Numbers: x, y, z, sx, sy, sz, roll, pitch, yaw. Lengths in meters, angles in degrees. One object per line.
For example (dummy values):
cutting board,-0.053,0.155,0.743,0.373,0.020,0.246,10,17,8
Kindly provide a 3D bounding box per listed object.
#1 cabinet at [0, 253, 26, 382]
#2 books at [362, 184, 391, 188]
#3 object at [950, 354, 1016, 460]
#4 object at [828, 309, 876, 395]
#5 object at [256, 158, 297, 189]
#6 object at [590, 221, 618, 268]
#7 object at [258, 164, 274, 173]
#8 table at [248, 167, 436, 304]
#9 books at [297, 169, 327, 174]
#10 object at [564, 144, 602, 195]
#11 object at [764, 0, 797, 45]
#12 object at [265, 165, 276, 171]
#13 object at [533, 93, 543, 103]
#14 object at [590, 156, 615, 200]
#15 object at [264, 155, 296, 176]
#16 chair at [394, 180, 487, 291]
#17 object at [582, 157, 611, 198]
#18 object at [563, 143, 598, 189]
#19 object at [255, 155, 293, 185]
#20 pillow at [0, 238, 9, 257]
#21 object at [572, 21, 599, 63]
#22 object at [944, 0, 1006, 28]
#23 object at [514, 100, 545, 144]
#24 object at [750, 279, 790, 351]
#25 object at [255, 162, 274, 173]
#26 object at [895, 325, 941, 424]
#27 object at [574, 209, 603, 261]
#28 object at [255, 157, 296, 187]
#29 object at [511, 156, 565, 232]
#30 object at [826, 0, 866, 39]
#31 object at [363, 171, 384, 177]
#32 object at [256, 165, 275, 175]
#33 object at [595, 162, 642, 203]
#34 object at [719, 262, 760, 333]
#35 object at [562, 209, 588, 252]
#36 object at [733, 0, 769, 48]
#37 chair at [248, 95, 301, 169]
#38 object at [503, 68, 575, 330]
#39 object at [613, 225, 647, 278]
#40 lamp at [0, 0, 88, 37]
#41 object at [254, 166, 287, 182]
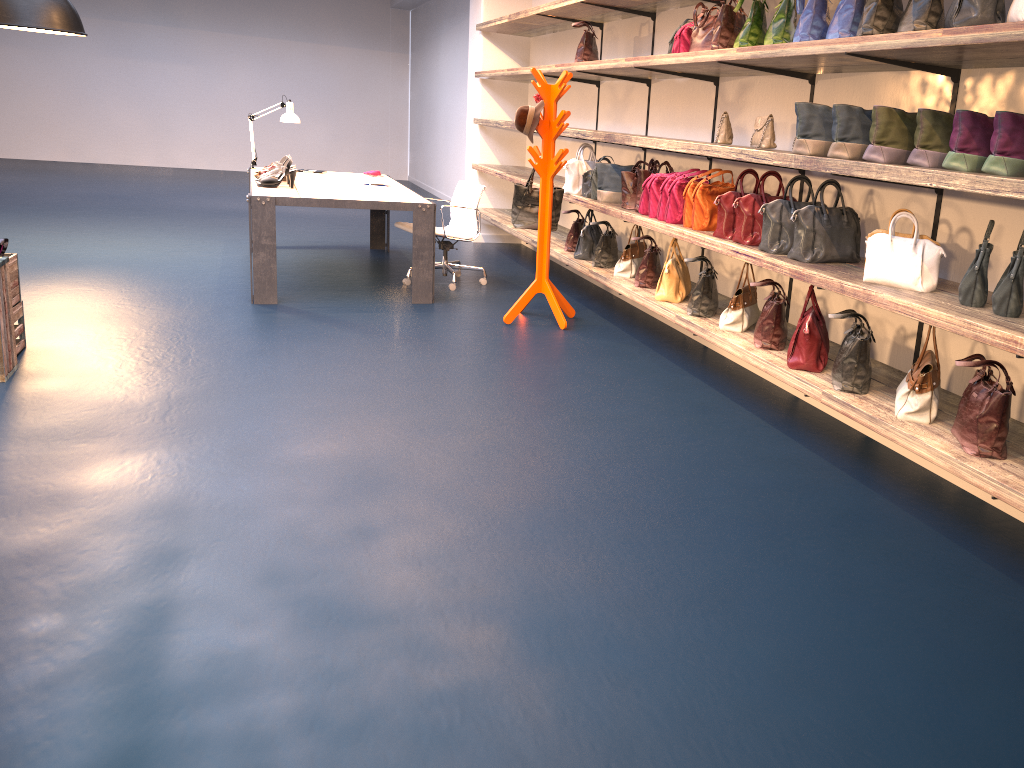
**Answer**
cabinet,-3.752,-0.393,3.955,2.879,0.538,0.737,2,16,-9
books,-1.126,-1.656,7.224,0.205,0.018,0.140,5,17,-1
object,1.696,0.062,3.149,0.208,0.333,0.398,8,16,18
object,1.478,-0.158,3.800,0.206,0.333,0.401,9,16,22
object,-1.725,-1.549,6.367,0.297,0.220,0.113,-2,15,-22
object,0.680,-1.045,6.445,0.206,0.333,0.401,9,16,22
object,-1.957,-1.764,7.171,0.277,0.115,0.095,-4,17,-27
table,-1.499,-1.297,7.219,1.308,0.727,2.440,-1,18,-18
books,-1.843,-1.961,8.007,0.231,0.017,0.179,4,17,-4
object,0.570,-1.646,6.664,0.463,0.379,0.179,-9,19,-41
object,1.317,-1.808,4.273,0.208,0.333,0.398,8,16,18
object,-1.920,-1.729,7.067,0.268,0.115,0.098,1,15,-14
object,0.182,-1.974,5.935,0.084,0.110,0.061,-8,18,-38
object,0.681,-1.496,6.322,0.247,0.323,0.105,-1,14,-16
object,-1.830,-1.677,6.751,0.302,0.220,0.112,-5,16,-30
chair,-0.592,-1.248,7.166,0.729,0.822,0.647,-9,19,-40
object,0.686,-1.529,6.453,0.354,0.304,0.151,0,14,-13
object,0.574,-1.717,6.896,0.463,0.379,0.179,-9,19,-41
object,-1.814,-1.635,6.620,0.302,0.220,0.111,-5,16,-31
pillow,-2.658,-0.527,4.176,0.378,0.343,0.419,-1,16,-20
object,0.568,-2.641,6.755,0.208,0.333,0.398,8,16,18
object,1.668,-1.441,3.094,0.185,0.379,0.450,8,16,19
object,0.108,-1.755,5.798,0.191,0.285,0.264,1,15,-12
object,1.310,-0.368,4.430,0.208,0.333,0.398,8,16,18
object,-2.085,-1.878,7.545,0.295,0.089,0.206,-2,18,-21
object,1.658,-0.064,3.503,0.170,0.360,0.408,9,16,22
object,0.612,-1.168,6.730,0.185,0.379,0.450,8,16,19
object,-1.766,-1.588,6.483,0.296,0.220,0.114,-2,15,-21
object,0.175,-1.343,6.104,0.394,0.515,0.195,0,14,-15
object,1.458,-1.652,3.807,0.208,0.333,0.398,8,16,18
object,-1.306,-1.997,8.231,0.168,0.050,0.292,-2,18,-23
object,-1.914,-1.696,6.962,0.277,0.115,0.095,-5,17,-29
object,0.755,-1.433,6.215,0.341,0.280,0.184,3,14,-3
object,1.270,-0.495,4.788,0.170,0.360,0.408,9,16,22
object,0.511,-1.256,7.075,0.208,0.333,0.398,8,16,18
object,1.240,-1.880,4.510,0.188,0.317,0.400,9,16,20
chair,-2.123,-2.179,7.663,0.535,0.733,0.175,8,14,15
object,0.235,-1.275,6.005,0.440,1.700,0.457,5,13,6
object,0.860,-0.951,6.148,0.170,0.360,0.408,9,16,22
lamp,-3.711,-3.560,6.630,0.650,1.619,0.761,14,17,37
object,-1.896,-1.661,6.853,0.271,0.115,0.097,-1,15,-18
